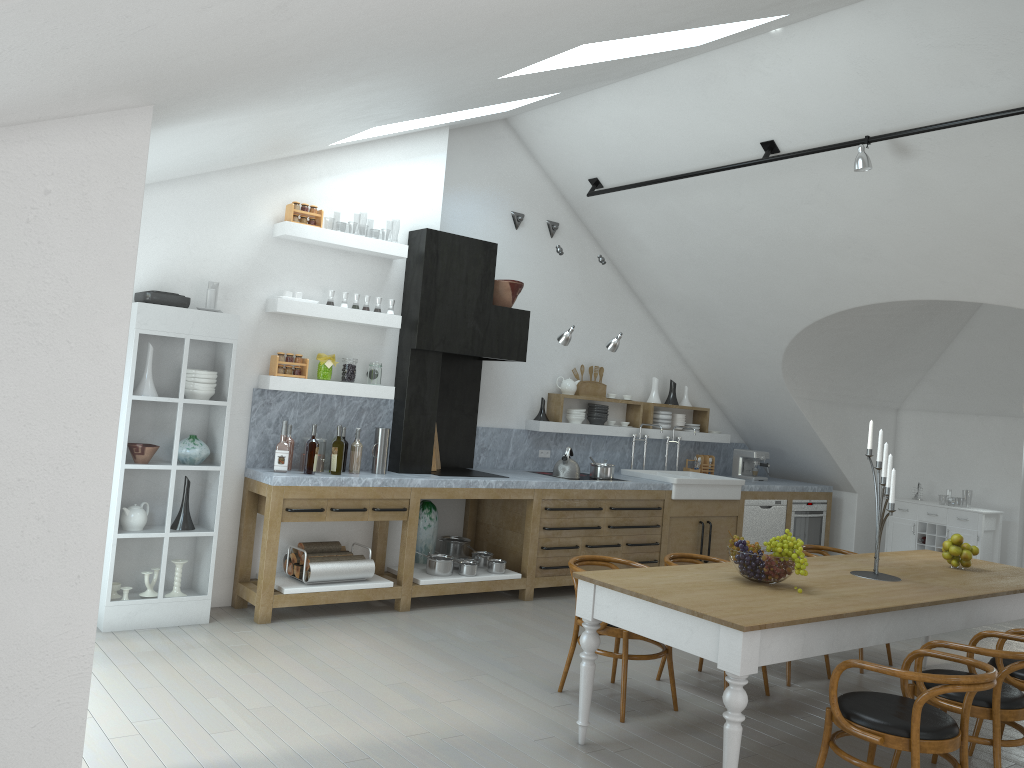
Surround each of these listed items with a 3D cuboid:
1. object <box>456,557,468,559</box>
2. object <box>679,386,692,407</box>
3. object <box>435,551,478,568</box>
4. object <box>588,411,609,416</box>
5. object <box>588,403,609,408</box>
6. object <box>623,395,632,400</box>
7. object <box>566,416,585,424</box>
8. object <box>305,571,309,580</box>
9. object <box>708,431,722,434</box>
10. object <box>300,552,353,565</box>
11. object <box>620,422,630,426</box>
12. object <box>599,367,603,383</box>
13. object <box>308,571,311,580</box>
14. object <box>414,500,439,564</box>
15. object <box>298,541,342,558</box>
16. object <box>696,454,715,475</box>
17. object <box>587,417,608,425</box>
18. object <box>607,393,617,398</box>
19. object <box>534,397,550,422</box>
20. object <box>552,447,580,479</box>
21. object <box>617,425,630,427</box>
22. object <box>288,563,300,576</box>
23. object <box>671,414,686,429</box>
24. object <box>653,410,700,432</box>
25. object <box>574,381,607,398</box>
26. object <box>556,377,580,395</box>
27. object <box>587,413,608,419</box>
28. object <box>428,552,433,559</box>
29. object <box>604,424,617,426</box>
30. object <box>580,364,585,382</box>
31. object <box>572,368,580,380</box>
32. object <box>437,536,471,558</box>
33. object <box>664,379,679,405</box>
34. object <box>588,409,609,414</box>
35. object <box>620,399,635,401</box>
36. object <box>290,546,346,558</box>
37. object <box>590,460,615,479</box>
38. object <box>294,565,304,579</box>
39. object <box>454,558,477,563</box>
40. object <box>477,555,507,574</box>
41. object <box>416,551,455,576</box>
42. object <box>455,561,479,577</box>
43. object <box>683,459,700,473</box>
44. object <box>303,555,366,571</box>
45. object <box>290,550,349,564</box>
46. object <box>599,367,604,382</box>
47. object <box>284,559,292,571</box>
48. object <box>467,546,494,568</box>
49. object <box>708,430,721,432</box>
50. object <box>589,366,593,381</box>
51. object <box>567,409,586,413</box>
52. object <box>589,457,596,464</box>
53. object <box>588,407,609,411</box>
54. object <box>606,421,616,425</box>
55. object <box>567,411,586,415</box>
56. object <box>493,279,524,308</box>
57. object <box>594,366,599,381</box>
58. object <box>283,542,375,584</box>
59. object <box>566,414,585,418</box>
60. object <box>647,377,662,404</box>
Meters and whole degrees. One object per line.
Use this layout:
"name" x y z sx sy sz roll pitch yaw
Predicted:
"object" -0.426 1.423 7.165 0.169 0.035 0.061 6 -2 -37
"object" 1.862 0.130 9.488 0.156 0.219 0.155 4 -3 34
"object" -0.507 1.415 7.140 0.508 0.052 0.263 4 -1 29
"object" 0.841 0.312 8.673 0.205 0.086 0.205 5 -1 5
"object" 0.842 0.237 8.686 0.205 0.080 0.205 6 -2 -35
"object" 1.164 0.140 8.951 0.098 0.049 0.098 6 -2 -40
"object" 0.607 0.347 8.501 0.181 0.064 0.181 5 -1 -15
"object" -1.264 1.332 6.237 0.422 0.067 0.067 6 -2 -40
"object" 2.196 0.535 9.734 0.213 0.025 0.213 4 -1 40
"object" -1.306 1.232 6.252 0.362 0.087 0.101 6 -2 -40
"object" 1.135 0.406 8.934 0.098 0.049 0.098 6 -2 -40
"object" 0.880 -0.019 8.763 0.057 0.294 0.030 7 -3 -37
"object" -1.212 1.333 6.174 0.422 0.067 0.067 6 -2 -40
"object" -0.721 1.203 7.252 0.231 0.499 0.230 5 -2 4
"object" -1.364 1.170 6.279 0.291 0.102 0.104 6 -2 -40
"object" 2.096 0.882 9.621 0.200 0.223 0.104 7 -3 -37
"object" 0.831 0.365 8.673 0.206 0.072 0.205 4 -2 40
"object" 0.995 0.123 8.822 0.098 0.049 0.098 6 -2 -40
"object" 0.285 0.235 8.277 0.156 0.219 0.155 4 -3 34
"object" 0.488 0.685 7.795 0.246 0.268 0.246 6 -2 -27
"object" 1.133 0.430 8.933 0.163 0.012 0.164 5 -1 -20
"object" -1.376 1.313 6.351 0.454 0.089 0.091 6 -2 -40
"object" 1.755 0.397 9.351 0.157 0.160 0.154 5 -2 -9
"object" 1.740 0.398 9.369 0.656 0.196 0.198 6 -2 -38
"object" 0.773 0.049 8.669 0.353 0.158 0.084 6 -3 -37
"object" 0.534 0.019 8.475 0.174 0.169 0.167 4 -2 36
"object" 0.833 0.339 8.674 0.205 0.086 0.205 5 -1 0
"object" -0.565 1.356 6.763 0.190 0.152 0.051 6 -3 -37
"object" 0.981 0.414 8.817 0.163 0.012 0.164 5 -1 -20
"object" 0.680 -0.041 8.609 0.055 0.299 0.027 7 -3 -37
"object" 0.651 -0.026 8.584 0.199 0.259 0.016 6 -3 -27
"object" -0.578 1.380 7.566 0.455 0.197 0.268 5 -2 -3
"object" 1.692 0.087 9.346 0.156 0.268 0.156 7 -3 -33
"object" 0.840 0.290 8.678 0.206 0.072 0.205 4 -2 40
"object" 1.162 0.163 8.950 0.163 0.012 0.164 5 -1 -20
"object" -1.395 1.215 6.410 0.422 0.073 0.071 6 -2 -40
"object" 0.857 0.788 8.086 0.232 0.170 0.393 4 -2 32
"object" -1.309 1.319 6.297 0.478 0.084 0.093 6 -2 -40
"object" -0.387 1.421 7.103 0.247 0.045 0.041 6 -2 -38
"object" -0.153 1.447 7.104 0.153 0.113 0.261 6 -2 -38
"object" -0.608 1.382 6.865 0.379 0.164 0.222 4 -2 42
"object" -0.379 1.424 6.904 0.261 0.113 0.153 4 -2 42
"object" 1.924 0.890 9.477 0.172 0.171 0.100 6 -3 -36
"object" -1.238 1.253 6.208 0.436 0.093 0.092 6 -2 -40
"object" -1.363 1.241 6.338 0.434 0.079 0.115 6 -2 -40
"object" 0.862 -0.021 8.727 0.067 0.298 0.039 7 -3 -37
"object" -1.427 1.302 6.421 0.436 0.092 0.091 6 -2 -40
"object" -0.259 1.434 7.322 0.181 0.134 0.308 5 -1 -13
"object" 2.197 0.526 9.735 0.213 0.025 0.213 4 -1 40
"object" 0.774 -0.031 8.681 0.061 0.300 0.040 7 -4 -40
"object" 0.617 0.273 8.507 0.181 0.076 0.181 5 -1 0
"object" 0.776 0.755 8.065 0.051 0.167 0.236 7 -3 -42
"object" 0.843 0.265 8.684 0.205 0.084 0.205 5 -1 -10
"object" 0.984 0.391 8.818 0.098 0.049 0.098 6 -2 -40
"object" 0.613 0.301 8.505 0.181 0.069 0.181 5 -1 -20
"object" -0.088 -0.744 7.435 0.347 0.237 0.366 6 -2 -20
"object" 0.813 -0.027 8.686 0.057 0.300 0.019 7 -3 -37
"object" -1.302 1.270 6.315 0.526 0.232 0.429 6 -2 -40
"object" 0.609 0.324 8.502 0.181 0.065 0.181 5 -1 0
"object" 1.482 0.066 9.189 0.156 0.268 0.156 3 -3 41
